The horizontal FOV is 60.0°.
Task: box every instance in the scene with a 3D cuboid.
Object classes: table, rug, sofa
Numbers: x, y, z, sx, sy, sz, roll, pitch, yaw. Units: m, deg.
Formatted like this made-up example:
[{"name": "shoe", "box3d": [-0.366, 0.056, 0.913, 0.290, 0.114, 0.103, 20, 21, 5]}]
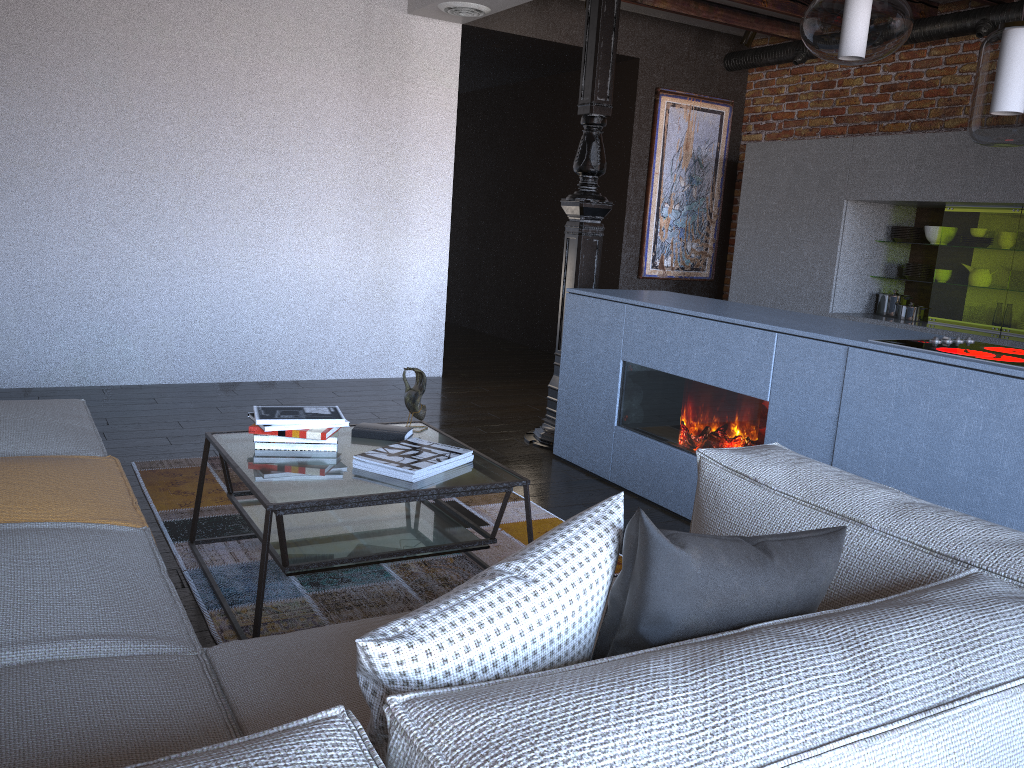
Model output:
[{"name": "table", "box3d": [-0.477, 0.406, 2.730, 0.842, 0.389, 0.847, -2, 12, -30]}, {"name": "rug", "box3d": [-0.448, 0.541, 3.170, 1.431, 0.013, 2.361, -2, 12, -30]}, {"name": "sofa", "box3d": [-0.718, 0.381, 2.164, 2.536, 0.698, 3.297, -2, 12, -30]}]

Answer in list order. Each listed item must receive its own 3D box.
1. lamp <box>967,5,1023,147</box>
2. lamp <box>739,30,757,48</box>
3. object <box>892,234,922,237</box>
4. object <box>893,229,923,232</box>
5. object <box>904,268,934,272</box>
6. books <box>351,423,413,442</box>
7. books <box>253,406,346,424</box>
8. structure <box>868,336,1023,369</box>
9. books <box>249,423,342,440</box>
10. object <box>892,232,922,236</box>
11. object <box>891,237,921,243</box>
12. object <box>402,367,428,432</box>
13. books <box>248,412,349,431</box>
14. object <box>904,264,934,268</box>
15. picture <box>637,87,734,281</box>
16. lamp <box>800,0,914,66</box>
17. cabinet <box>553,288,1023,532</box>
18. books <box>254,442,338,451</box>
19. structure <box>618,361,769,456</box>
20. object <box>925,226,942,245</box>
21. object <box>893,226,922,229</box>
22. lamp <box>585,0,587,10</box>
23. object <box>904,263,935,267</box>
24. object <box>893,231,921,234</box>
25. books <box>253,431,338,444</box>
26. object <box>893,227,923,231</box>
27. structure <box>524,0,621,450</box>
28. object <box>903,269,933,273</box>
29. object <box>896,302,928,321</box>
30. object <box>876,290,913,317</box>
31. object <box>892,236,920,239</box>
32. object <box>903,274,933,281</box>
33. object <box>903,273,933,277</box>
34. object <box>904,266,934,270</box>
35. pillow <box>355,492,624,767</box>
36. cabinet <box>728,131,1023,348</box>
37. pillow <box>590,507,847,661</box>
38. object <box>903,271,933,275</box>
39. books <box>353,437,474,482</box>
[{"name": "lamp", "box3d": [1.478, -1.172, 2.530, 0.195, 0.956, 0.197, 4, 11, 0]}, {"name": "lamp", "box3d": [1.735, -2.565, 6.478, 0.130, 0.207, 0.091, 11, 12, 31]}, {"name": "object", "box3d": [2.580, -0.960, 5.800, 0.180, 0.027, 0.180, 10, 12, 27]}, {"name": "object", "box3d": [2.582, -0.992, 5.794, 0.180, 0.027, 0.180, 10, 12, 27]}, {"name": "object", "box3d": [2.627, -0.730, 5.733, 0.180, 0.027, 0.180, 10, 12, 27]}, {"name": "books", "box3d": [-0.429, 0.158, 2.957, 0.182, 0.029, 0.129, 5, 10, 7]}, {"name": "books", "box3d": [-0.669, 0.096, 2.782, 0.268, 0.014, 0.196, 1, 11, -19]}, {"name": "structure", "box3d": [1.555, -0.065, 2.667, 0.504, 0.057, 0.763, -2, 12, -30]}, {"name": "books", "box3d": [-0.670, 0.133, 2.768, 0.239, 0.023, 0.190, 5, 10, 4]}, {"name": "object", "box3d": [2.580, -0.971, 5.798, 0.180, 0.027, 0.180, 10, 12, 27]}, {"name": "object", "box3d": [2.578, -0.939, 5.804, 0.180, 0.027, 0.180, 10, 12, 27]}, {"name": "object", "box3d": [-0.339, 0.046, 3.055, 0.099, 0.223, 0.093, 6, 11, 9]}, {"name": "books", "box3d": [-0.670, 0.111, 2.785, 0.268, 0.014, 0.196, -2, 12, -31]}, {"name": "object", "box3d": [2.628, -0.751, 5.729, 0.180, 0.027, 0.180, 10, 12, 27]}, {"name": "picture", "box3d": [1.401, -1.576, 7.157, 0.780, 1.472, 0.067, -2, 12, -30]}, {"name": "lamp", "box3d": [1.188, -1.426, 2.993, 0.364, 0.665, 0.364, 14, 14, 42]}, {"name": "cabinet", "box3d": [1.224, 0.225, 3.250, 0.607, 0.845, 2.957, -2, 12, -30]}, {"name": "books", "box3d": [-0.676, 0.172, 2.800, 0.247, 0.024, 0.209, 2, 11, -11]}, {"name": "structure", "box3d": [0.846, 0.150, 3.667, 0.332, 0.395, 0.943, -2, 12, -30]}, {"name": "object", "box3d": [2.702, -0.935, 5.602, 0.191, 0.113, 0.191, 0, 11, -22]}, {"name": "object", "box3d": [2.583, -1.012, 5.790, 0.180, 0.027, 0.180, 10, 12, 27]}, {"name": "lamp", "box3d": [0.506, -2.533, 5.767, 0.113, 0.184, 0.082, 9, 12, 24]}, {"name": "object", "box3d": [2.629, -0.761, 5.727, 0.180, 0.027, 0.180, 10, 12, 27]}, {"name": "object", "box3d": [2.581, -0.981, 5.796, 0.180, 0.027, 0.180, 10, 12, 27]}, {"name": "books", "box3d": [-0.675, 0.149, 2.796, 0.251, 0.023, 0.209, 2, 11, -11]}, {"name": "object", "box3d": [2.583, -1.003, 5.792, 0.180, 0.027, 0.180, 10, 12, 27]}, {"name": "structure", "box3d": [-2.251, -0.503, 1.540, 0.481, 2.397, 8.510, 13, 14, 40]}, {"name": "object", "box3d": [2.626, -0.720, 5.735, 0.180, 0.027, 0.180, 10, 12, 27]}, {"name": "object", "box3d": [2.519, -0.457, 5.600, 0.159, 0.117, 0.172, 6, 11, 12]}, {"name": "object", "box3d": [2.503, -0.530, 5.818, 0.193, 0.178, 0.208, 6, 11, 12]}, {"name": "object", "box3d": [2.579, -0.950, 5.802, 0.180, 0.027, 0.180, 10, 12, 27]}, {"name": "object", "box3d": [2.624, -0.688, 5.741, 0.180, 0.027, 0.180, 10, 12, 27]}, {"name": "object", "box3d": [2.624, -0.699, 5.739, 0.180, 0.027, 0.180, 10, 12, 27]}, {"name": "object", "box3d": [2.628, -0.741, 5.731, 0.180, 0.027, 0.180, 10, 12, 27]}, {"name": "pillow", "box3d": [-0.029, 0.363, 1.192, 0.250, 0.402, 0.543, 13, 14, 41]}, {"name": "cabinet", "box3d": [2.954, -0.452, 4.927, 0.713, 1.810, 4.169, -2, 12, -30]}, {"name": "pillow", "box3d": [0.277, 0.345, 1.336, 0.538, 0.417, 0.238, -5, 14, -40]}, {"name": "object", "box3d": [2.625, -0.709, 5.737, 0.180, 0.027, 0.180, 10, 12, 27]}, {"name": "books", "box3d": [-0.289, 0.223, 2.645, 0.225, 0.038, 0.308, 10, 12, 29]}]
